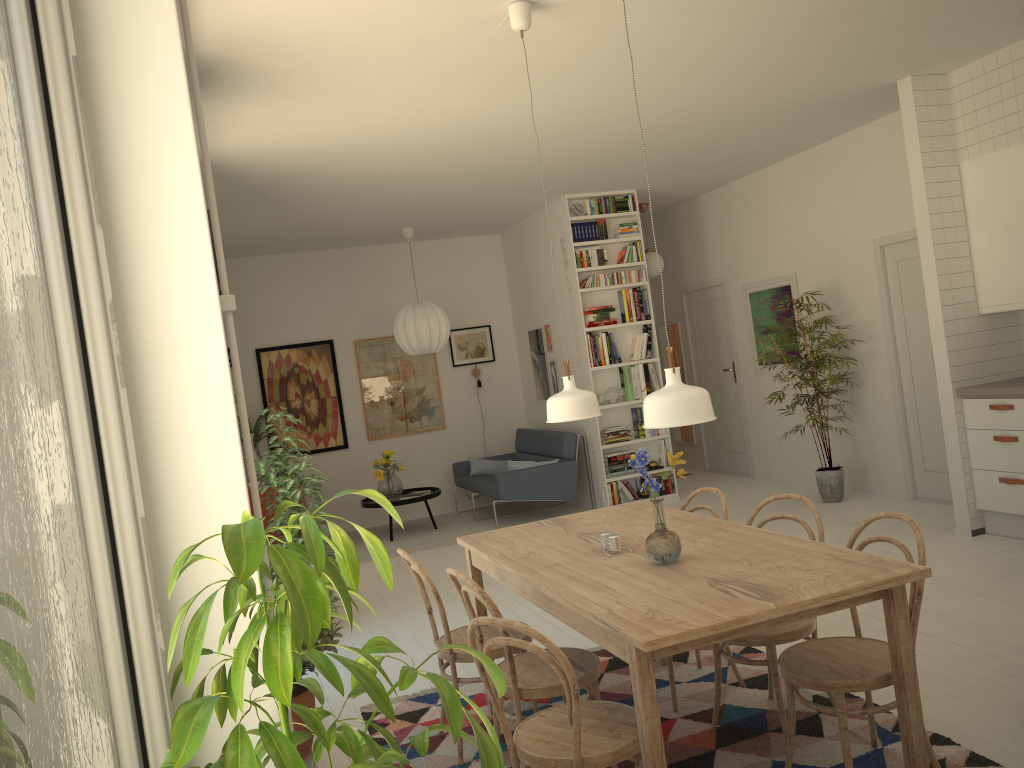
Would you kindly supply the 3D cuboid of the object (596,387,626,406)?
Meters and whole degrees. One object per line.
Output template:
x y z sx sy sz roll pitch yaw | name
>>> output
0.892 0.107 8.106 0.311 0.150 0.137 -8 1 -10 | object

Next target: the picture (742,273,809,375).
2.416 -0.529 8.179 0.012 0.876 0.822 -8 1 -18 | picture

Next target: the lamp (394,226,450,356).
-0.915 -0.891 8.494 0.536 1.229 0.536 -8 1 15 | lamp

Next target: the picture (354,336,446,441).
-1.175 0.014 9.347 0.838 1.052 0.012 -8 1 -18 | picture

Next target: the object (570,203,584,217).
0.588 -1.572 8.036 0.131 0.131 0.131 -9 1 -23 | object

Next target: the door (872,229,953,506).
3.131 -0.128 6.428 0.166 2.033 0.955 -8 1 -18 | door

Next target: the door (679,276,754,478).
2.177 -0.064 9.298 0.166 2.033 0.955 -8 1 -18 | door

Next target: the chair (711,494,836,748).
0.954 0.856 3.298 0.484 0.810 0.385 -9 1 -36 | chair

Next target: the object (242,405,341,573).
-1.338 0.836 5.395 0.568 1.424 0.514 -8 1 24 | object

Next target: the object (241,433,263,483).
-2.366 0.675 8.041 0.160 0.445 0.158 -8 1 21 | object

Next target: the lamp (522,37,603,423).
0.140 -0.649 3.565 0.229 1.595 0.230 -8 1 16 | lamp

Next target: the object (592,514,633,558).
0.350 0.535 3.189 0.095 0.138 0.155 -8 1 -18 | object

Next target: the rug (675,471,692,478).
1.433 1.055 9.759 0.941 0.002 0.553 -8 1 -18 | rug

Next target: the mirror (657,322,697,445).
1.861 -0.005 10.031 0.029 1.370 0.500 -8 1 -18 | mirror

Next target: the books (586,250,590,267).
0.659 -1.128 8.108 0.024 0.155 0.188 -8 1 -18 | books

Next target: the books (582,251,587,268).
0.629 -1.121 8.081 0.023 0.152 0.199 -8 1 -18 | books

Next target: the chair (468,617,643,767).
0.159 0.987 2.506 0.385 0.810 0.484 -7 1 44 | chair

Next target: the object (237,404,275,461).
-2.502 0.556 8.673 0.476 0.686 0.398 -8 1 -16 | object

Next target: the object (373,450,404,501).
-1.175 0.862 8.369 0.291 0.471 0.361 -8 1 20 | object

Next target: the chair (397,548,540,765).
-0.160 1.008 3.517 0.484 0.810 0.385 -8 1 -16 | chair

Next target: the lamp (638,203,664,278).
1.383 -1.462 9.078 0.275 0.767 0.275 -8 1 -24 | lamp

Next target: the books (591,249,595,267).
0.695 -1.134 8.121 0.028 0.159 0.222 -8 1 -18 | books

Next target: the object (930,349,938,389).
2.908 -0.244 5.753 0.439 0.612 0.093 -8 1 -19 | object

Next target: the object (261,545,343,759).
-0.626 0.710 2.355 0.383 0.561 0.395 -8 1 -20 | object

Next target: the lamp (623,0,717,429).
0.411 -0.668 2.750 0.229 1.595 0.230 -8 1 27 | lamp

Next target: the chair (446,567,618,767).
0.069 0.986 3.064 0.484 0.810 0.385 -8 1 -21 | chair

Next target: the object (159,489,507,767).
-0.173 0.536 1.044 0.485 0.841 0.615 -9 1 -39 | object

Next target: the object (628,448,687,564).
0.477 0.397 2.925 0.206 0.388 0.145 -7 1 34 | object

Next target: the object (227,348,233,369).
-2.561 -0.230 7.963 0.139 0.200 0.139 -7 1 26 | object

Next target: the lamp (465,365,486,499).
-0.413 0.511 9.516 0.360 1.416 0.112 -8 1 -18 | lamp

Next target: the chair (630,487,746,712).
0.708 0.879 3.746 0.484 0.810 0.385 -8 1 -21 | chair

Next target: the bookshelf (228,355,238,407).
-2.628 -0.011 8.193 0.184 0.564 0.695 -8 1 -18 | bookshelf

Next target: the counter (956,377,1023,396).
2.755 0.178 2.976 2.857 0.163 4.843 -8 1 -18 | counter

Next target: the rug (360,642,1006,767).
0.577 1.331 2.951 1.749 0.035 3.024 -8 1 -18 | rug

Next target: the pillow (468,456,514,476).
-0.215 0.862 9.316 0.540 0.277 0.157 -8 1 -17 | pillow

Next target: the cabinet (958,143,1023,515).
2.701 -0.216 2.970 2.854 2.159 4.843 -8 1 -18 | cabinet

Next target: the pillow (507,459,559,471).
0.182 0.826 8.104 0.534 0.353 0.141 -8 1 -19 | pillow

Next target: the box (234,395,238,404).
-2.553 0.149 8.025 0.152 0.084 0.265 -8 1 -18 | box

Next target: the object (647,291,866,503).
2.099 0.150 7.611 0.778 1.711 2.087 -9 1 -37 | object

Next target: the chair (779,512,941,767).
1.084 0.850 2.804 0.484 0.810 0.385 -8 1 -16 | chair

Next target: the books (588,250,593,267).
0.681 -1.130 8.099 0.012 0.155 0.208 -8 1 -18 | books

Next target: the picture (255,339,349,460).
-2.131 0.157 9.021 0.779 1.133 0.018 -8 1 -18 | picture

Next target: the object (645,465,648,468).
1.215 0.756 8.193 0.058 0.055 0.058 -8 1 -18 | object

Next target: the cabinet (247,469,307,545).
-2.234 1.242 8.274 0.546 0.727 1.262 -8 1 -18 | cabinet

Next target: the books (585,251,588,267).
0.641 -1.123 8.101 0.013 0.149 0.208 -8 1 -18 | books

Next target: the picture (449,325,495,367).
-0.436 -0.412 9.603 0.481 0.402 0.015 -8 1 -18 | picture

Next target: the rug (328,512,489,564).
-0.990 1.427 8.337 1.304 0.012 1.660 -8 1 -17 | rug

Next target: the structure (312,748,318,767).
-0.680 1.242 2.789 0.113 0.278 1.028 -8 1 -18 | structure

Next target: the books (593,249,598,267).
0.728 -1.137 8.124 0.035 0.158 0.199 -8 1 -18 | books

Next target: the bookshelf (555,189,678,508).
0.972 -0.305 8.191 0.710 2.900 0.249 -8 1 -18 | bookshelf

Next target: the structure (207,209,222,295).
-1.300 -0.566 3.821 0.074 0.371 0.371 -8 1 -19 | structure
